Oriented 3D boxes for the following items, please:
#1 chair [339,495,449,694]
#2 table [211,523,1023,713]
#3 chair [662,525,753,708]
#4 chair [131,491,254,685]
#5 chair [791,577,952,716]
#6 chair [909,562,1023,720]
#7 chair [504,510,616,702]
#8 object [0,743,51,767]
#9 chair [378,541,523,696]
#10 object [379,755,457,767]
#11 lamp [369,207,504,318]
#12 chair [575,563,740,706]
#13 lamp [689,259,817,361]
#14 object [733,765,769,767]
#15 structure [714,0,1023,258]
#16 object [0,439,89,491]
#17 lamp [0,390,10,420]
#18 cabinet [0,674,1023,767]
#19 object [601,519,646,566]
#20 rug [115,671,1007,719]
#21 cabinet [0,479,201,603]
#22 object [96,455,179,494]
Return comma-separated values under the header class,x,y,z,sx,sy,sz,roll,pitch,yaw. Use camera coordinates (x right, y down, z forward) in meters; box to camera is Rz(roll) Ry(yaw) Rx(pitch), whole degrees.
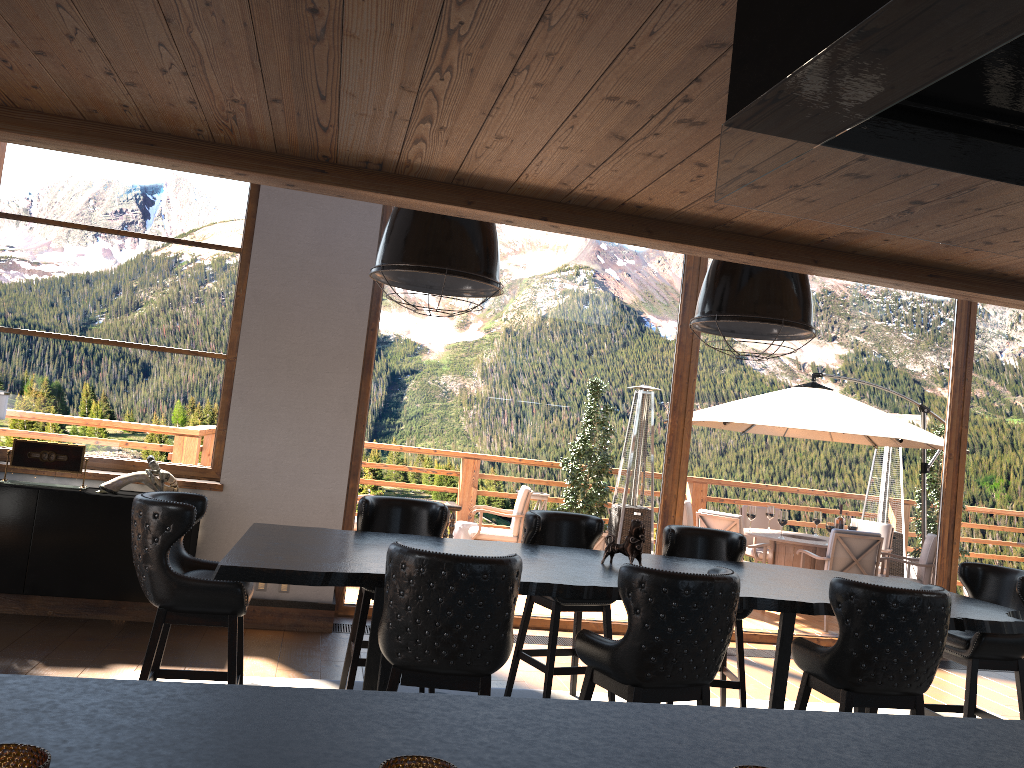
class,x,y,z,sx,sy,sz,roll,pitch,yaw
chair,-0.640,1.182,4.801,0.506,1.093,0.565,7,-4,-13
table,0.565,1.378,4.280,3.815,0.951,1.421,7,-4,-13
chair,1.097,1.408,5.178,0.505,1.093,0.567,7,-4,-3
chair,-1.397,1.039,3.812,0.571,1.093,0.501,7,-4,-13
chair,1.469,1.352,3.663,0.506,1.093,0.565,7,-4,-13
chair,2.510,1.532,4.751,0.571,1.093,0.501,7,-4,-13
chair,0.287,1.301,5.061,0.509,1.093,0.562,9,-5,-28
object,-0.449,0.366,0.767,0.078,0.081,0.080,4,-5,33
chair,-0.270,1.144,3.284,0.505,1.093,0.567,7,-4,-3
object,-0.093,0.411,0.848,0.078,0.081,0.080,4,-5,33
lamp,-0.099,-2.646,4.259,0.615,4.690,0.627,4,-5,33
chair,0.542,1.233,3.402,0.509,1.093,0.562,9,-5,-28
lamp,1.450,-2.452,4.609,0.615,4.690,0.627,4,-5,33
object,0.264,0.456,0.928,0.078,0.081,0.080,4,-5,33
structure,2.002,-0.340,1.447,3.265,0.477,0.707,7,-4,-13
object,-2.975,0.515,5.670,0.502,0.288,0.149,7,-4,-13
lamp,-3.462,0.234,5.581,0.470,0.726,0.469,7,-4,-3
cabinet,1.638,1.229,1.297,4.823,1.105,0.883,7,-4,-13
object,0.562,0.788,4.418,0.218,0.254,0.117,3,-5,40
rug,0.840,1.867,4.258,5.658,0.047,2.537,7,-3,-13
cabinet,-3.027,0.985,5.683,1.875,0.656,0.400,7,-4,-13
object,-2.444,0.598,5.828,0.505,0.263,0.178,10,-5,-44
